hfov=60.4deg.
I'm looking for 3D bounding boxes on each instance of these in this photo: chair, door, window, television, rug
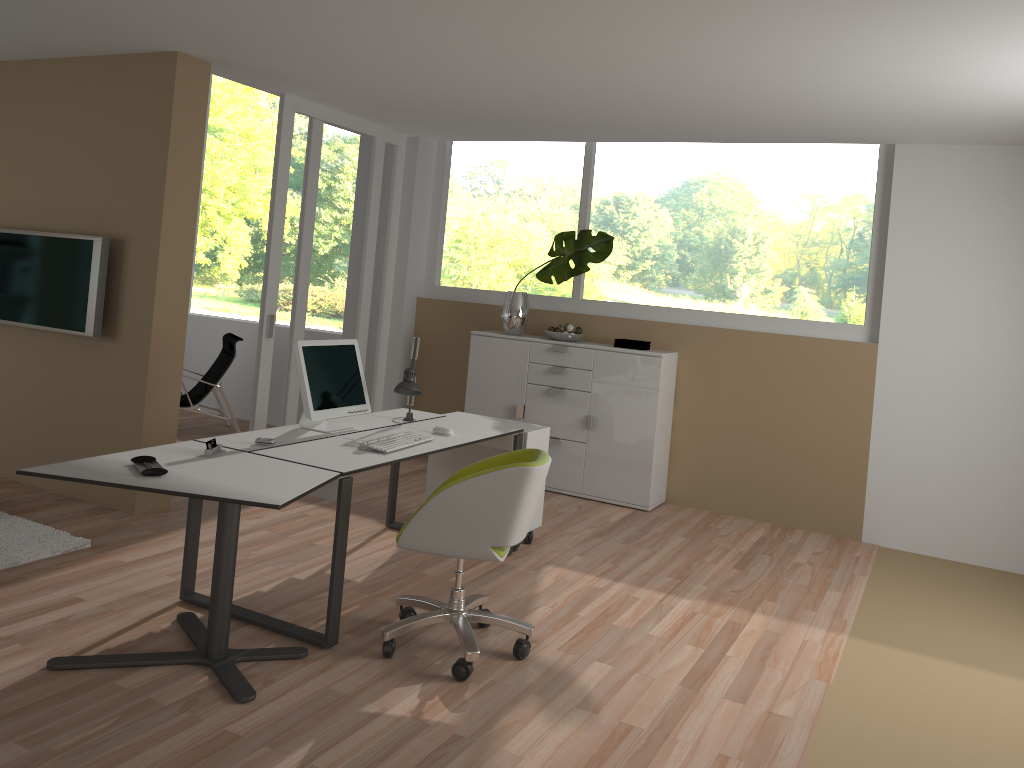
[{"bbox_3d":[-2.968,-0.020,7.255,1.428,0.824,0.698,3,3,-28],"label":"chair"},{"bbox_3d":[-1.277,-0.722,6.801,0.045,2.648,1.183,5,0,26],"label":"door"},{"bbox_3d":[-0.665,-2.647,13.705,12.089,5.962,2.075,6,0,10],"label":"window"},{"bbox_3d":[-2.865,-0.628,5.288,1.180,0.579,0.054,8,1,27],"label":"television"},{"bbox_3d":[-1.391,-0.693,6.451,0.060,2.648,1.183,5,0,26],"label":"door"},{"bbox_3d":[0.937,-1.394,6.720,3.653,1.798,0.045,8,1,27],"label":"window"},{"bbox_3d":[-0.173,0.663,3.544,0.598,0.809,0.623,5,2,2],"label":"chair"},{"bbox_3d":[-3.272,0.703,4.172,2.035,0.045,1.449,8,7,26],"label":"rug"}]

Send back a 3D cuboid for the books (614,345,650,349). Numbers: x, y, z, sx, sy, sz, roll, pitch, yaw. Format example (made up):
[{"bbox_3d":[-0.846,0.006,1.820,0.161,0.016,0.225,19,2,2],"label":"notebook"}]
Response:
[{"bbox_3d":[0.868,-0.270,6.363,0.223,0.006,0.157,8,7,26],"label":"books"}]

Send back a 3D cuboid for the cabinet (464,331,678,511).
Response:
[{"bbox_3d":[0.388,0.224,6.544,1.531,1.084,0.415,7,1,27],"label":"cabinet"}]

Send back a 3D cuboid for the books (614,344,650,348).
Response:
[{"bbox_3d":[0.867,-0.276,6.364,0.223,0.007,0.157,8,7,25],"label":"books"}]

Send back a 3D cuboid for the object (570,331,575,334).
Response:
[{"bbox_3d":[0.445,-0.359,6.502,0.054,0.064,0.056,5,3,4],"label":"object"}]

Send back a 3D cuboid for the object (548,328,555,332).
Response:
[{"bbox_3d":[0.293,-0.392,6.591,0.056,0.061,0.055,4,3,-20],"label":"object"}]

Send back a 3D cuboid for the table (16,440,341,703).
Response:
[{"bbox_3d":[-1.146,0.670,3.197,0.930,0.687,0.810,7,4,24],"label":"table"}]

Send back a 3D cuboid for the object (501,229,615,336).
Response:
[{"bbox_3d":[0.349,-0.760,6.641,0.862,0.845,0.264,6,1,24],"label":"object"}]

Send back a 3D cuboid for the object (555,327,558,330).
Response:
[{"bbox_3d":[0.344,-0.403,6.678,0.054,0.064,0.057,5,3,-14],"label":"object"}]

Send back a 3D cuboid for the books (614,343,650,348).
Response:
[{"bbox_3d":[0.870,-0.281,6.363,0.223,0.006,0.157,8,7,26],"label":"books"}]

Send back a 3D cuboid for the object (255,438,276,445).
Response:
[{"bbox_3d":[-1.064,0.247,3.797,0.084,0.021,0.047,6,5,6],"label":"object"}]

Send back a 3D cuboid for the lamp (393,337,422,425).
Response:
[{"bbox_3d":[-0.547,0.030,4.569,0.140,0.528,0.542,5,3,-9],"label":"lamp"}]

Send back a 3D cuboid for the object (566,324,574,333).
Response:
[{"bbox_3d":[0.430,-0.410,6.534,0.051,0.066,0.056,3,3,-40],"label":"object"}]

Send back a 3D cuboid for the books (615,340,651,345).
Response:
[{"bbox_3d":[0.872,-0.303,6.366,0.223,0.008,0.157,8,7,26],"label":"books"}]

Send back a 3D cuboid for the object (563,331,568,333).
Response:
[{"bbox_3d":[0.395,-0.356,6.518,0.055,0.065,0.052,6,2,17],"label":"object"}]

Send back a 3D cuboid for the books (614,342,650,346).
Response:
[{"bbox_3d":[0.869,-0.292,6.362,0.223,0.006,0.157,9,7,28],"label":"books"}]

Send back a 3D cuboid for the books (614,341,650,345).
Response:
[{"bbox_3d":[0.872,-0.298,6.365,0.223,0.008,0.157,8,7,26],"label":"books"}]

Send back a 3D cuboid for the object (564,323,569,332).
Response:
[{"bbox_3d":[0.420,-0.423,6.641,0.053,0.070,0.052,6,2,33],"label":"object"}]

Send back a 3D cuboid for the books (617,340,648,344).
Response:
[{"bbox_3d":[0.873,-0.308,6.362,0.223,0.007,0.157,8,7,26],"label":"books"}]

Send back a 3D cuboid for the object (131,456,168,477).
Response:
[{"bbox_3d":[-1.312,0.296,3.181,0.089,0.030,0.218,1,7,-33],"label":"object"}]

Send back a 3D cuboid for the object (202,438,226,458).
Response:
[{"bbox_3d":[-1.191,0.254,3.531,0.049,0.055,0.131,5,5,2],"label":"object"}]

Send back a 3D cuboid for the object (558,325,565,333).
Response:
[{"bbox_3d":[0.368,-0.409,6.544,0.053,0.063,0.055,6,2,11],"label":"object"}]

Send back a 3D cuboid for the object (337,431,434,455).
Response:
[{"bbox_3d":[-0.638,0.272,4.107,0.389,0.079,0.456,8,7,21],"label":"object"}]

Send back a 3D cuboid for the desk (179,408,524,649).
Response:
[{"bbox_3d":[-0.682,0.585,4.307,0.808,0.685,1.601,7,6,26],"label":"desk"}]

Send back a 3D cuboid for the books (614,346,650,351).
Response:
[{"bbox_3d":[0.866,-0.259,6.362,0.223,0.007,0.157,8,7,26],"label":"books"}]

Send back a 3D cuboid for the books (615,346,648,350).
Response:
[{"bbox_3d":[0.867,-0.264,6.363,0.223,0.006,0.157,8,7,26],"label":"books"}]

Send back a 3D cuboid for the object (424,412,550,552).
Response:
[{"bbox_3d":[-0.152,0.554,5.103,0.625,0.676,0.307,6,1,27],"label":"object"}]

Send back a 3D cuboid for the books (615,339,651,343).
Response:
[{"bbox_3d":[0.875,-0.313,6.362,0.223,0.006,0.157,8,7,26],"label":"books"}]

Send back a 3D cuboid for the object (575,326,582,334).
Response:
[{"bbox_3d":[0.492,-0.390,6.502,0.053,0.068,0.053,7,2,35],"label":"object"}]

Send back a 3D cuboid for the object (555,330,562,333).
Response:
[{"bbox_3d":[0.342,-0.369,6.504,0.056,0.065,0.051,7,3,39],"label":"object"}]

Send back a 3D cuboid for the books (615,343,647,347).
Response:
[{"bbox_3d":[0.870,-0.286,6.363,0.223,0.006,0.157,8,7,26],"label":"books"}]

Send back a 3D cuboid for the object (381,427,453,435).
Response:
[{"bbox_3d":[-0.486,0.247,4.439,0.371,0.079,0.141,6,5,6],"label":"object"}]

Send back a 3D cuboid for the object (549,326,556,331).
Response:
[{"bbox_3d":[0.302,-0.404,6.644,0.056,0.064,0.053,5,2,6],"label":"object"}]

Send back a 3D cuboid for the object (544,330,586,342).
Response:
[{"bbox_3d":[0.392,-0.357,6.582,0.313,0.063,0.316,4,6,-8],"label":"object"}]

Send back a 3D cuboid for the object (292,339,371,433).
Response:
[{"bbox_3d":[-0.887,0.002,4.321,0.198,0.431,0.466,5,3,26],"label":"object"}]
